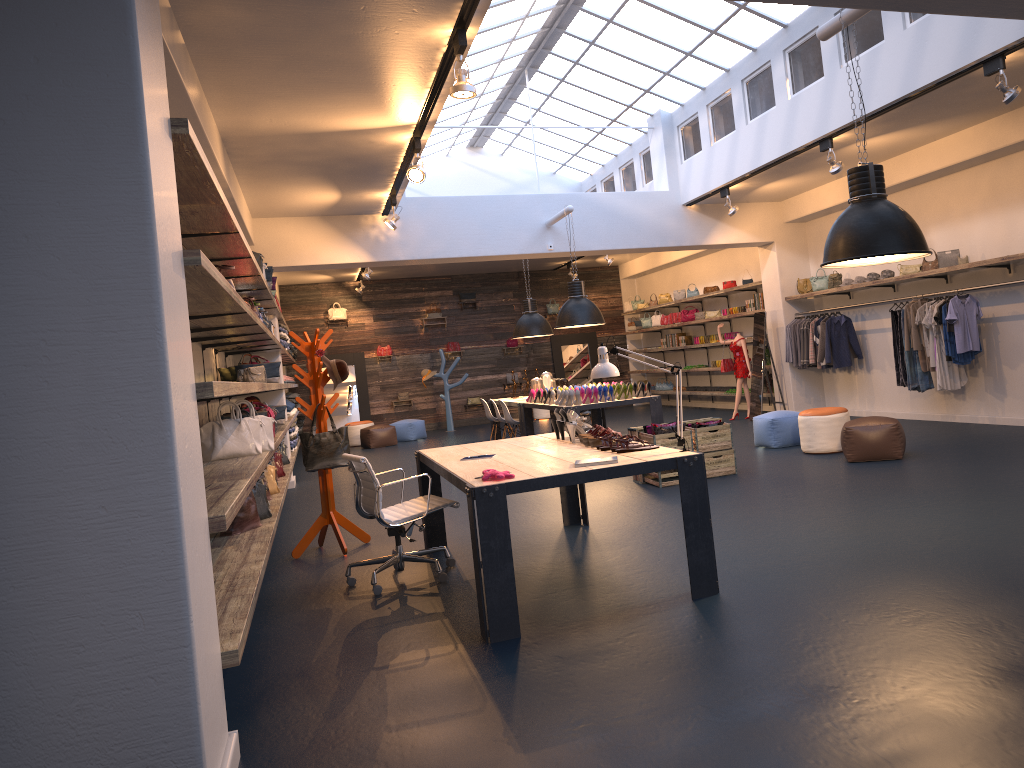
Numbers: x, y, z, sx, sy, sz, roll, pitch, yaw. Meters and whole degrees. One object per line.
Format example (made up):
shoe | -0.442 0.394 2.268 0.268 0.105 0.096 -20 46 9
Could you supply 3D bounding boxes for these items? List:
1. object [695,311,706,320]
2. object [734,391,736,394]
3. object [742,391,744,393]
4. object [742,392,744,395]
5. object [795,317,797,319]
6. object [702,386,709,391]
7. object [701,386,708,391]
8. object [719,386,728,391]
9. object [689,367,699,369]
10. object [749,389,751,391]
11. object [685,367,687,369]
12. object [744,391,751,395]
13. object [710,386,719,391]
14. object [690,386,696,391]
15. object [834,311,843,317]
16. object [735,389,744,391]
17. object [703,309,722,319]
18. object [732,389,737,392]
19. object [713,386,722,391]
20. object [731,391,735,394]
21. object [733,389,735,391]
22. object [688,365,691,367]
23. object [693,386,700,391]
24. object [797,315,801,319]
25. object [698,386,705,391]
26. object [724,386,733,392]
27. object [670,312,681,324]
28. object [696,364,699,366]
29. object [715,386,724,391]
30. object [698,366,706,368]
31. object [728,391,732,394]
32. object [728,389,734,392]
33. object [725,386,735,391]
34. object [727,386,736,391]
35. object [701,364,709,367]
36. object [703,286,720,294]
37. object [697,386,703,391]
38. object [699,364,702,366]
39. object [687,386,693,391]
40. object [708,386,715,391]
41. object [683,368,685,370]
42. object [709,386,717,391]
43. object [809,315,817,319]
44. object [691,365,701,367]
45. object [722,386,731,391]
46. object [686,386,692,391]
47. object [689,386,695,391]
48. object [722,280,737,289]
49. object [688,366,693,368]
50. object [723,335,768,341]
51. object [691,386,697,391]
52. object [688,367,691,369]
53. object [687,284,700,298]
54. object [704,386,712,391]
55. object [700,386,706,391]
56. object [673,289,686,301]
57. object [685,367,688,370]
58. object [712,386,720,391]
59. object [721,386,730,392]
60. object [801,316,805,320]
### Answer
object | 3.820 -1.379 17.574 0.248 0.176 0.112 -5 -1 35
object | 4.185 0.154 16.111 0.250 0.058 0.078 -6 0 -24
object | 4.240 0.154 15.868 0.250 0.058 0.078 -6 0 -24
object | 4.272 0.153 15.789 0.250 0.058 0.078 -6 0 -24
object | 4.602 -1.036 14.021 0.456 0.220 0.009 -6 -1 -21
object | 3.990 0.097 17.823 0.197 0.088 0.062 -6 0 -19
object | 3.976 0.097 17.885 0.197 0.088 0.062 -6 0 -19
object | 4.163 0.096 17.059 0.188 0.088 0.065 -6 -1 -3
object | 3.735 -0.323 17.894 0.250 0.058 0.078 -6 0 -24
object | 4.357 0.117 15.773 0.246 0.068 0.081 -6 0 -13
object | 3.691 -0.325 18.152 0.250 0.058 0.078 -6 0 -24
object | 4.278 0.154 15.699 0.250 0.058 0.078 -6 0 -24
object | 4.076 0.096 17.452 0.180 0.088 0.068 -5 -1 13
object | 3.859 0.097 18.404 0.197 0.088 0.062 -6 0 -19
object | 4.863 -1.039 12.948 0.456 0.220 0.009 -6 -1 -21
object | 4.264 0.117 16.185 0.246 0.068 0.081 -6 0 -13
object | 3.929 -1.378 17.074 0.341 0.175 0.245 -5 0 25
object | 4.218 0.119 16.265 0.245 0.064 0.082 -6 0 -13
object | 4.104 0.096 17.323 0.177 0.088 0.069 -5 0 17
object | 4.179 0.153 16.201 0.250 0.058 0.078 -6 0 -24
object | 4.226 0.118 16.354 0.246 0.068 0.080 -6 0 -13
object | 3.777 -0.360 18.138 0.246 0.068 0.080 -6 0 -13
object | 3.888 0.097 18.277 0.197 0.088 0.062 -6 0 -19
object | 4.616 -1.036 13.958 0.456 0.220 0.009 -6 -1 -21
object | 3.947 0.097 18.016 0.197 0.088 0.062 -6 0 -19
object | 4.206 0.096 16.866 0.184 0.088 0.066 -6 -1 4
object | 3.506 -1.420 18.575 0.147 0.250 0.292 -5 -1 -44
object | 3.943 -0.377 18.200 0.254 0.075 0.076 -6 0 -33
object | 4.118 0.096 17.260 0.175 0.088 0.070 -5 0 22
object | 3.902 -0.341 17.957 0.250 0.058 0.078 -6 0 -24
object | 4.147 0.155 16.280 0.250 0.058 0.078 -6 0 -24
object | 4.179 0.120 16.433 0.247 0.063 0.079 -6 0 -15
object | 4.221 0.096 16.803 0.183 0.088 0.067 -6 -1 5
object | 4.236 0.096 16.739 0.181 0.088 0.067 -5 -1 9
object | 3.982 -0.379 18.031 0.257 0.068 0.077 -6 1 -39
object | 3.917 -1.842 16.946 0.369 0.141 0.394 -6 1 -5
object | 3.932 0.097 18.079 0.197 0.088 0.062 -6 0 -19
object | 3.935 -0.375 18.110 0.256 0.073 0.078 -6 1 -41
object | 3.830 0.097 18.535 0.197 0.088 0.062 -6 0 -19
object | 4.047 0.096 17.579 0.183 0.088 0.067 -6 -1 6
object | 3.664 -0.324 18.237 0.250 0.058 0.078 -6 0 -24
object | 4.060 0.096 17.516 0.181 0.088 0.067 -5 -1 10
object | 4.707 -1.037 13.566 0.456 0.220 0.009 -6 -1 -21
object | 3.815 -0.361 17.968 0.246 0.068 0.081 -6 0 -13
object | 4.192 0.096 16.931 0.184 0.088 0.066 -6 -1 3
object | 3.815 0.097 18.598 0.197 0.088 0.062 -6 0 -19
object | 3.845 0.097 18.470 0.197 0.088 0.062 -6 0 -19
object | 4.051 -1.844 16.162 0.265 0.149 0.119 -5 0 17
object | 3.768 -0.359 18.048 0.245 0.064 0.082 -6 0 -13
object | 4.339 -0.845 15.843 0.506 0.060 1.444 -6 1 -14
object | 3.873 0.097 18.342 0.197 0.088 0.062 -6 0 -19
object | 3.729 -0.325 17.984 0.250 0.058 0.078 -6 0 -24
object | 3.701 -1.913 17.777 0.263 0.283 0.100 -6 -1 17
object | 4.005 0.096 17.758 0.197 0.088 0.062 -6 0 -19
object | 3.962 0.097 17.952 0.197 0.088 0.062 -6 0 -19
object | 3.557 -1.884 18.393 0.258 0.230 0.084 -6 -1 24
object | 3.697 -0.323 18.063 0.250 0.058 0.078 -6 0 -24
object | 4.090 0.096 17.385 0.180 0.088 0.068 -5 -1 13
object | 4.177 0.096 16.997 0.189 0.088 0.065 -6 -1 -5
object | 4.645 -1.037 13.848 0.456 0.220 0.009 -6 -1 -21
